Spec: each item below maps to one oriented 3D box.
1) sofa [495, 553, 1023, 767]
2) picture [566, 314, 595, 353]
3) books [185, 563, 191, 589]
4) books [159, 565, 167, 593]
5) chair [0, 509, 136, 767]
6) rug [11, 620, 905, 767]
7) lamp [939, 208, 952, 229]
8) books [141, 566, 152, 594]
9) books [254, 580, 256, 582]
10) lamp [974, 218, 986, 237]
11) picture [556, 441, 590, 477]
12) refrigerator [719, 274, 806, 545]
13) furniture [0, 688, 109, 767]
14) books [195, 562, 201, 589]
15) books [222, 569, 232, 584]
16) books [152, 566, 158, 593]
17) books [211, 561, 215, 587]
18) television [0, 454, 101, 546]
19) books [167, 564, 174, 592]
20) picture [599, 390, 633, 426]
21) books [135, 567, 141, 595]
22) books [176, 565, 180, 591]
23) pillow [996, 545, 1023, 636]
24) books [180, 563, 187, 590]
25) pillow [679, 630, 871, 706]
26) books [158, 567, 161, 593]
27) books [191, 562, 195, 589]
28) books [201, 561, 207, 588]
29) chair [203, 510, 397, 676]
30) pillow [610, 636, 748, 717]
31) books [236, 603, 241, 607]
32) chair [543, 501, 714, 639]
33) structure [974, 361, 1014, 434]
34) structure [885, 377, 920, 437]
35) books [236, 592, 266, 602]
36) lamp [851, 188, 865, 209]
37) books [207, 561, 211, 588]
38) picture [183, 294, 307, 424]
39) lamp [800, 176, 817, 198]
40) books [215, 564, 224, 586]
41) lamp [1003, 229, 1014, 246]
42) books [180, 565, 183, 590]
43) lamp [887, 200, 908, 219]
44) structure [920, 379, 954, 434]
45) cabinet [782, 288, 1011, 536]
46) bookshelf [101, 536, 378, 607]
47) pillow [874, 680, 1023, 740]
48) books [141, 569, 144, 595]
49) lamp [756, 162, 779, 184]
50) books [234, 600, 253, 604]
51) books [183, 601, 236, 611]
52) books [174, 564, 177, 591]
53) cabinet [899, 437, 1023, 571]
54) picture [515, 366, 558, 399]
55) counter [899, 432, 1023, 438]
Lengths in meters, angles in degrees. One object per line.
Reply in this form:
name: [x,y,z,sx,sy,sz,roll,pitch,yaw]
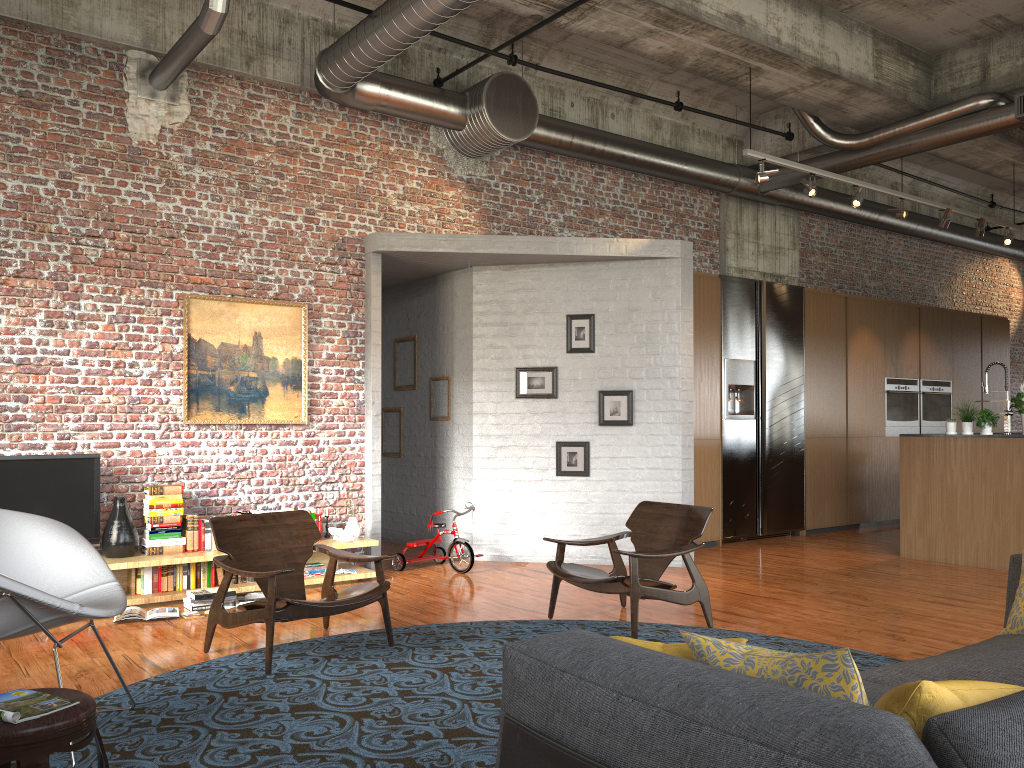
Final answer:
sofa: [0.749,0.530,1.268,1.503,0.430,0.682,2,-3,-35]
picture: [0.335,-0.246,4.342,0.139,0.190,0.008,0,-1,12]
books: [-1.281,0.746,3.487,0.015,0.110,0.079,0,-1,-36]
books: [-1.350,0.746,3.424,0.019,0.104,0.076,1,-1,-36]
chair: [-1.049,0.512,1.913,0.403,0.515,0.530,0,-2,3]
rug: [0.125,0.768,1.882,2.424,0.005,2.428,0,-3,10]
lamp: [2.488,-0.943,5.106,0.051,0.125,0.083,0,-1,-11]
books: [-1.401,0.735,3.392,0.028,0.123,0.086,1,-1,-36]
books: [-1.063,0.765,3.645,0.010,0.084,0.061,0,-1,-36]
lamp: [2.819,-0.933,5.353,0.051,0.125,0.083,0,-1,9]
picture: [0.297,0.366,4.341,0.165,0.170,0.008,0,-1,14]
refrigerator: [1.309,0.171,5.402,0.759,1.524,0.606,1,-1,-36]
furniture: [-0.784,0.629,1.427,0.216,0.238,0.216,0,-2,9]
books: [-1.252,0.746,3.508,0.026,0.113,0.078,1,-1,-36]
books: [-1.154,0.751,3.584,0.025,0.107,0.075,1,-1,-36]
books: [-1.379,0.735,3.407,0.023,0.126,0.076,1,-1,-36]
books: [-1.201,0.748,3.531,0.015,0.110,0.079,0,-1,-36]
television: [-1.770,0.452,3.171,0.143,0.396,0.545,-1,-2,40]
books: [-1.333,0.746,3.439,0.025,0.107,0.074,1,-1,-36]
picture: [0.501,0.116,4.289,0.165,0.170,0.008,0,-1,14]
books: [-1.423,0.742,3.368,0.011,0.108,0.069,0,-1,-36]
books: [-1.308,0.751,3.454,0.012,0.097,0.070,0,-1,-36]
pillow: [1.065,0.405,1.698,0.130,0.223,0.269,1,-2,-29]
books: [-1.290,0.750,3.473,0.016,0.100,0.073,1,-1,-36]
pillow: [0.324,0.375,0.997,0.130,0.223,0.269,1,-2,-29]
books: [-1.364,0.750,3.417,0.012,0.097,0.070,0,-1,-36]
books: [-1.263,0.746,3.488,0.015,0.110,0.079,0,-1,-36]
books: [-1.227,0.750,3.514,0.019,0.104,0.076,1,-1,-36]
chair: [-0.648,0.607,2.697,0.522,0.396,0.438,-2,-2,44]
pillow: [0.238,0.390,1.138,0.217,0.159,0.084,-1,-1,28]
books: [-0.980,0.831,3.404,0.157,0.009,0.116,1,-3,-21]
chair: [0.406,0.622,3.047,0.522,0.396,0.438,1,-2,-35]
structure: [2.489,0.070,4.606,0.084,0.374,0.180,1,-1,-36]
structure: [2.676,0.158,6.056,0.430,0.397,0.039,1,-1,-36]
books: [-0.984,0.815,3.407,0.156,0.007,0.125,1,-3,-30]
lamp: [1.795,-0.963,4.615,0.091,0.120,0.051,1,-2,-41]
books: [-1.215,0.748,3.526,0.015,0.110,0.079,0,-1,-36]
picture: [-1.130,-0.096,3.798,0.533,0.532,0.020,1,-1,-36]
lamp: [1.475,-0.971,4.397,0.051,0.114,0.099,0,-2,-26]
books: [-1.181,0.741,3.551,0.044,0.128,0.076,1,-1,-36]
lamp: [3.131,-0.919,5.601,0.113,0.107,0.051,1,-2,-40]
books: [-1.299,0.751,3.462,0.011,0.097,0.070,0,-1,-36]
lamp: [2.128,-0.951,4.874,0.051,0.105,0.130,1,-2,-41]
structure: [3.038,0.170,6.324,0.430,0.397,0.039,1,-1,-36]
cabinet: [2.722,0.210,6.372,2.674,1.521,0.430,1,-2,-36]
bookshelf: [-1.435,0.749,3.398,1.924,0.179,0.274,2,-3,-36]
pillow: [0.440,0.381,0.939,0.203,0.185,0.114,1,-1,-27]
books: [-1.415,0.748,3.377,0.011,0.097,0.070,0,-1,-36]
lamp: [1.178,-0.983,4.146,0.130,0.105,0.051,0,-1,-6]
books: [-0.983,0.823,3.403,0.154,0.009,0.116,2,-3,-38]
books: [-1.132,0.823,3.325,0.160,0.020,0.118,2,-3,-34]
books: [-1.319,0.745,3.450,0.011,0.108,0.069,0,-1,-36]
cabinet: [3.046,0.596,4.941,2.182,0.621,0.623,2,-2,-36]
picture: [0.119,-0.006,4.383,0.213,0.158,0.008,-1,-1,14]
counter: [3.046,0.316,4.945,2.183,0.087,0.623,2,-3,-36]
